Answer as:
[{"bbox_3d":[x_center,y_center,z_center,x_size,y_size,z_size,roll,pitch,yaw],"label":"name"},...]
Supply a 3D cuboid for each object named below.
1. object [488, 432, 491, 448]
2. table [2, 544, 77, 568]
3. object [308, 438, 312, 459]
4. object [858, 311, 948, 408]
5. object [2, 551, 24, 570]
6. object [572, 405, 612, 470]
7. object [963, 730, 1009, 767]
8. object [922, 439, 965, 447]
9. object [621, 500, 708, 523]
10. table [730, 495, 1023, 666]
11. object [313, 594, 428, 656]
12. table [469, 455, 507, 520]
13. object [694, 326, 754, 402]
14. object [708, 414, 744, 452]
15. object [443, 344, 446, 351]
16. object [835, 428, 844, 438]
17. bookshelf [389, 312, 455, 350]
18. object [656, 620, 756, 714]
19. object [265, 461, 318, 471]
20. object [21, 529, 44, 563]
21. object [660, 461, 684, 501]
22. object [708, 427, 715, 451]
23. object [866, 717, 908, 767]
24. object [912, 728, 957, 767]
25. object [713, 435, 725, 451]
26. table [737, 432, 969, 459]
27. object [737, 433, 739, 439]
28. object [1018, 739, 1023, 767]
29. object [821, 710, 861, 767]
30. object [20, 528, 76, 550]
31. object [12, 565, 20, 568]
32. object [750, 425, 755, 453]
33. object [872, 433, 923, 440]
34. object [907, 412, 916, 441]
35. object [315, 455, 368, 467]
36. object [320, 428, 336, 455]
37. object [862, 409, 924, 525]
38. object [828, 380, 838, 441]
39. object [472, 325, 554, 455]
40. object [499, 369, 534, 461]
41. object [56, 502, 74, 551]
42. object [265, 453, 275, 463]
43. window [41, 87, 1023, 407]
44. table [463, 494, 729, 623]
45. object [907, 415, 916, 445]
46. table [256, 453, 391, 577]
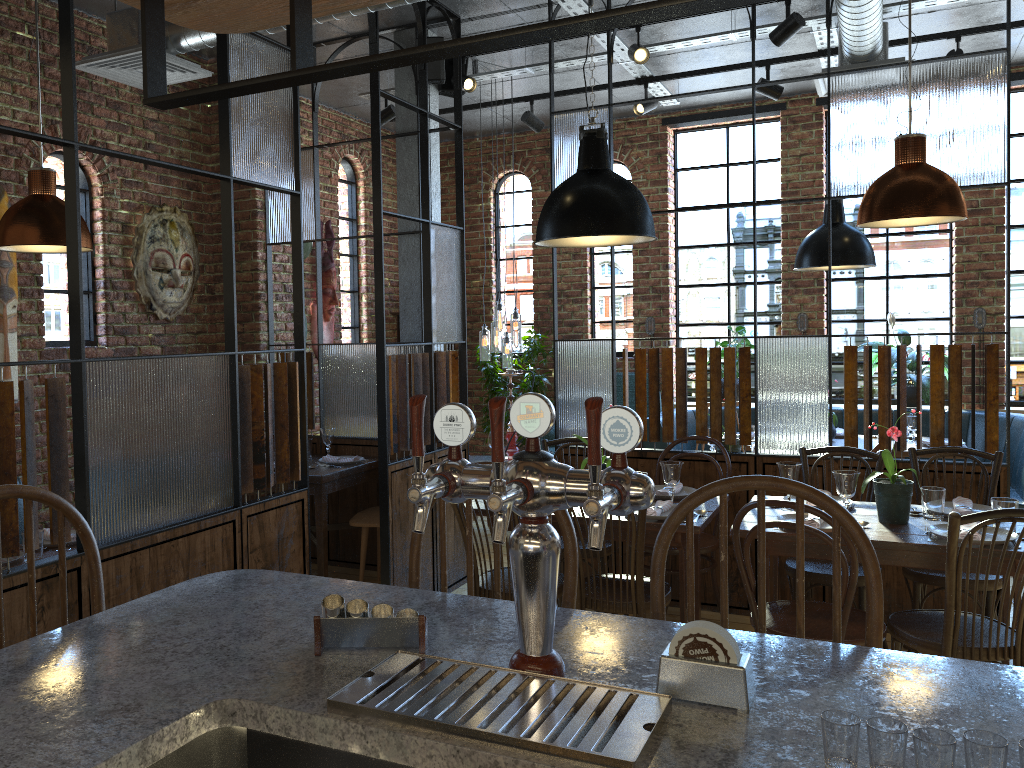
[{"bbox_3d":[-0.134,0.469,6.517,0.087,0.228,0.094,-2,2,-27],"label":"object"},{"bbox_3d":[-1.824,1.007,3.602,0.772,0.602,0.717,0,3,25],"label":"table"},{"bbox_3d":[-1.264,0.398,5.401,0.081,0.119,0.088,-3,3,-34],"label":"object"},{"bbox_3d":[3.000,-0.199,6.765,0.760,0.750,0.587,0,3,24],"label":"object"},{"bbox_3d":[-2.086,0.693,3.496,0.261,0.051,0.335,-3,4,-22],"label":"object"},{"bbox_3d":[0.381,0.300,3.883,0.228,0.431,0.130,1,3,43],"label":"object"},{"bbox_3d":[0.510,0.410,0.949,0.043,0.059,0.041,-1,3,14],"label":"object"},{"bbox_3d":[2.832,0.380,5.809,0.280,0.051,0.312,1,4,28],"label":"object"},{"bbox_3d":[0.605,0.504,3.547,0.338,0.051,0.259,1,4,28],"label":"object"},{"bbox_3d":[1.431,0.883,3.388,1.070,0.727,0.701,0,3,25],"label":"table"},{"bbox_3d":[-0.227,0.382,1.431,0.178,0.091,0.091,-1,3,1],"label":"object"},{"bbox_3d":[-0.004,0.840,6.430,0.764,0.508,0.921,-1,3,9],"label":"table"},{"bbox_3d":[1.856,-0.161,7.424,0.368,0.662,0.537,-3,3,-42],"label":"object"},{"bbox_3d":[1.132,0.236,4.664,0.133,0.426,0.217,-2,3,-32],"label":"object"},{"bbox_3d":[-0.759,0.026,8.152,0.337,1.759,0.592,-1,2,18],"label":"object"},{"bbox_3d":[2.341,0.355,6.406,0.338,0.051,0.259,1,4,28],"label":"object"},{"bbox_3d":[-0.775,0.172,8.148,0.328,1.666,0.787,0,2,23],"label":"bookshelf"},{"bbox_3d":[0.575,0.375,1.127,0.796,0.106,0.193,0,4,26],"label":"object"},{"bbox_3d":[-1.285,0.456,5.032,0.338,0.051,0.259,1,4,28],"label":"object"},{"bbox_3d":[-1.924,0.652,3.541,0.083,0.119,0.085,-1,2,-7],"label":"object"},{"bbox_3d":[0.668,0.424,3.684,0.103,0.191,0.094,1,3,45],"label":"object"},{"bbox_3d":[1.112,0.339,4.895,0.098,0.191,0.098,-1,2,0],"label":"object"},{"bbox_3d":[0.419,0.410,0.985,0.043,0.059,0.041,-1,3,14],"label":"object"},{"bbox_3d":[0.458,0.411,0.956,0.043,0.059,0.041,-1,3,14],"label":"object"},{"bbox_3d":[1.225,0.353,5.210,0.086,0.119,0.082,-1,3,14],"label":"object"},{"bbox_3d":[2.274,0.727,6.160,1.598,0.660,0.793,0,3,26],"label":"table"},{"bbox_3d":[1.649,0.373,6.362,0.280,0.051,0.312,1,4,28],"label":"object"},{"bbox_3d":[0.557,0.411,0.925,0.043,0.059,0.041,-1,3,14],"label":"object"},{"bbox_3d":[0.375,0.410,1.006,0.044,0.059,0.040,1,3,35],"label":"object"},{"bbox_3d":[-1.984,0.669,3.849,0.280,0.051,0.312,1,4,28],"label":"object"},{"bbox_3d":[-1.756,0.697,3.300,0.338,0.051,0.259,1,4,28],"label":"object"},{"bbox_3d":[1.349,0.330,4.944,0.096,0.191,0.101,-2,2,-18],"label":"object"},{"bbox_3d":[2.719,0.357,6.229,0.338,0.051,0.259,1,4,28],"label":"object"},{"bbox_3d":[2.726,0.296,6.065,0.094,0.191,0.103,-3,3,-36],"label":"object"},{"bbox_3d":[-0.995,0.439,5.199,0.280,0.051,0.312,1,4,28],"label":"object"},{"bbox_3d":[-1.108,0.364,5.307,0.103,0.191,0.094,1,3,45],"label":"object"},{"bbox_3d":[1.433,0.311,3.324,0.193,0.426,0.153,-2,2,-32],"label":"object"},{"bbox_3d":[2.196,0.182,6.190,0.228,0.431,0.130,1,3,43],"label":"object"},{"bbox_3d":[0.057,0.245,7.823,0.866,1.527,0.721,-1,2,4],"label":"object"},{"bbox_3d":[0.040,0.246,6.213,0.267,0.703,0.164,-1,2,17],"label":"object"},{"bbox_3d":[-1.898,0.604,3.722,0.099,0.191,0.097,-1,2,4],"label":"object"},{"bbox_3d":[-1.444,0.439,5.369,0.280,0.051,0.312,1,4,28],"label":"object"},{"bbox_3d":[1.187,-0.971,6.905,8.440,2.427,3.480,-2,3,-7],"label":"window"},{"bbox_3d":[0.376,0.875,3.909,1.070,0.727,0.701,0,3,25],"label":"table"},{"bbox_3d":[2.674,0.309,5.869,0.094,0.191,0.103,-3,3,-36],"label":"object"},{"bbox_3d":[-1.225,0.830,5.263,0.779,0.726,0.723,0,3,25],"label":"table"}]
